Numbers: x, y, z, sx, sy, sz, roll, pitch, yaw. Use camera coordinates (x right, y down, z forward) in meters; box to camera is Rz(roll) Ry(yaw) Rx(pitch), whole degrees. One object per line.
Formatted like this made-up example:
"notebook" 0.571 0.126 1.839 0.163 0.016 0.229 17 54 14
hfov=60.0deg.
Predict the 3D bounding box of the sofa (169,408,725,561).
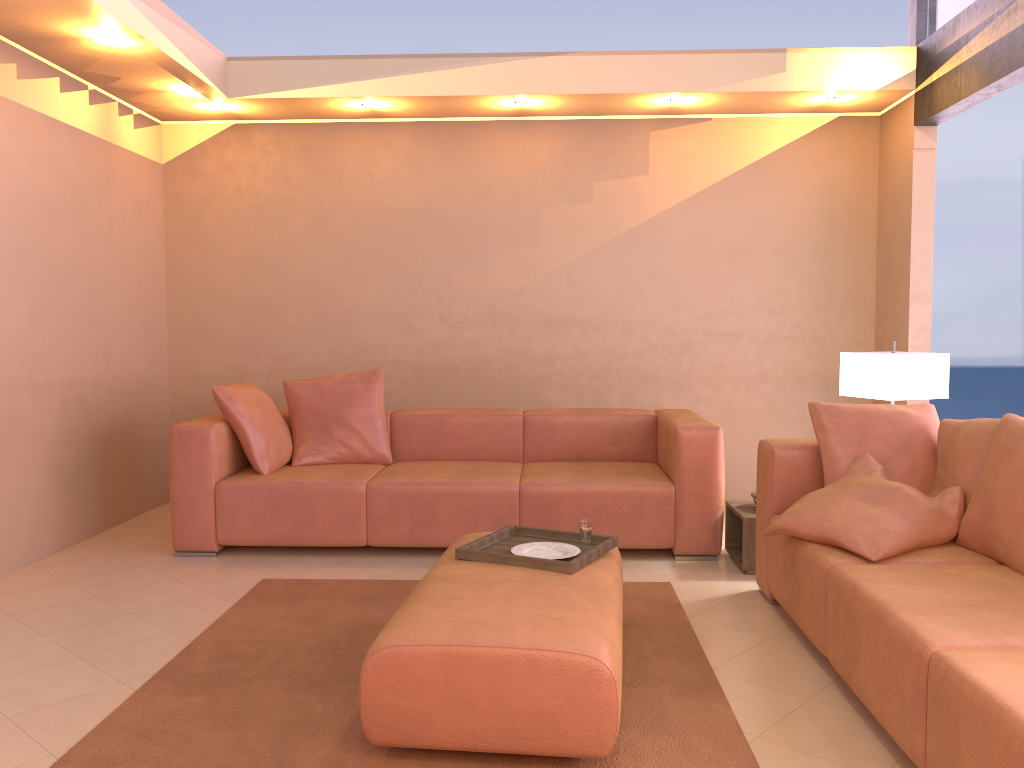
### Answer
"sofa" -0.322 0.498 4.813 2.781 0.672 0.943 0 4 2

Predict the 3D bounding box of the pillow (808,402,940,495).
"pillow" 1.466 0.307 3.483 0.519 0.455 0.314 0 4 -1

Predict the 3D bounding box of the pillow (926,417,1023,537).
"pillow" 1.641 0.320 3.178 0.255 0.446 0.492 -1 4 -14

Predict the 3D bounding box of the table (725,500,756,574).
"table" 1.525 0.731 4.248 0.918 0.268 0.412 0 4 2

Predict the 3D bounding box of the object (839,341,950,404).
"object" 1.817 0.195 4.240 0.344 0.799 0.344 -1 4 -19

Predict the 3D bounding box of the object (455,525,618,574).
"object" 0.095 0.574 3.118 0.436 0.034 0.421 2 4 27

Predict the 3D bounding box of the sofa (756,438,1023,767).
"sofa" 1.457 0.641 2.459 0.943 0.672 2.781 0 4 2

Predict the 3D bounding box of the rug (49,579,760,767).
"rug" -0.263 0.967 2.675 1.833 0.005 2.626 0 4 2

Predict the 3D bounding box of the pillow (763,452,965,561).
"pillow" 1.251 0.421 3.155 0.514 0.292 0.517 -2 4 -28

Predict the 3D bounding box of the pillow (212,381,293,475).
"pillow" -1.369 0.235 4.792 0.335 0.486 0.554 0 4 -1

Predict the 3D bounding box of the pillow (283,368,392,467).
"pillow" -0.978 0.182 4.962 0.582 0.528 0.302 -1 4 -14

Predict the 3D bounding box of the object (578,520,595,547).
"object" 0.266 0.537 3.177 0.061 0.091 0.061 -1 4 -13

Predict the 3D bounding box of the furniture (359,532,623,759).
"furniture" 0.015 0.754 2.883 0.685 0.301 1.291 0 4 7

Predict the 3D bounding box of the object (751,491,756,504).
"object" 1.266 0.562 4.243 0.235 0.071 0.235 -1 4 -6

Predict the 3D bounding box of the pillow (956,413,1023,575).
"pillow" 1.622 0.346 2.788 0.211 0.468 0.470 0 4 -2

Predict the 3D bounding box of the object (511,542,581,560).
"object" 0.116 0.581 3.055 0.240 0.018 0.240 -3 4 -34
